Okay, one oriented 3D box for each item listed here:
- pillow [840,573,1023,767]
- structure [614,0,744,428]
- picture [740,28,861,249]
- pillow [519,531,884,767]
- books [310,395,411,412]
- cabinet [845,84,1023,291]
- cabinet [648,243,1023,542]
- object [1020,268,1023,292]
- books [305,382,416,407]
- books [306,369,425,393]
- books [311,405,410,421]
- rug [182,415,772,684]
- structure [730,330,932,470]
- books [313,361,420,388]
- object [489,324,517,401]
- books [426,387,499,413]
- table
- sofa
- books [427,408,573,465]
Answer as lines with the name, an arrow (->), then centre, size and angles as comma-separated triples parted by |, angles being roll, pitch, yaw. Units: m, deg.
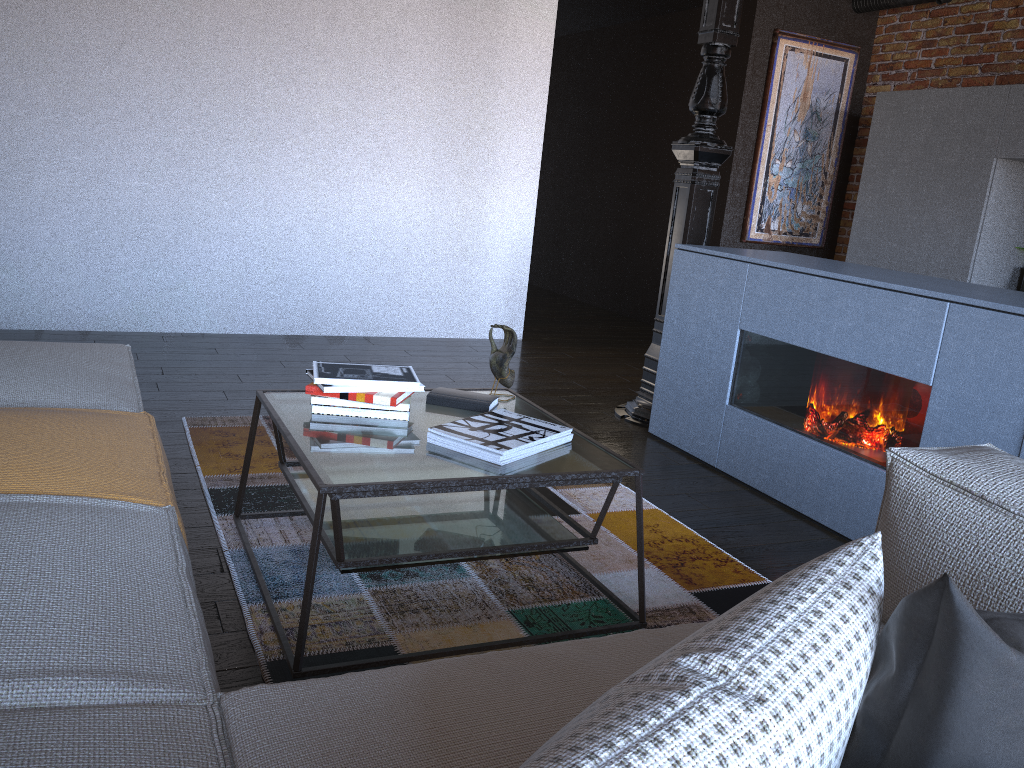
pillow -> 0.432, 0.322, 0.826 | 0.538, 0.418, 0.238 | -3, 16, -35
structure -> -2.030, -0.658, 1.188 | 8.510, 2.397, 0.481 | -7, 18, -44
picture -> 2.097, -1.747, 6.463 | 0.780, 1.472, 0.067 | 0, 15, -25
pillow -> 0.115, 0.330, 0.707 | 0.543, 0.402, 0.250 | -6, 18, -42
books -> -0.393, 0.027, 2.345 | 0.251, 0.023, 0.208 | 5, 13, -6
cabinet -> 3.416, -0.469, 4.168 | 0.713, 1.811, 4.168 | 0, 14, -25
cabinet -> 1.531, 0.181, 2.656 | 0.607, 0.845, 2.956 | 0, 14, -25
object -> 3.041, -0.600, 5.087 | 0.193, 0.178, 0.208 | 10, 14, 16
books -> -0.389, 0.012, 2.317 | 0.239, 0.023, 0.190 | 8, 13, 8
books -> -0.387, -0.011, 2.333 | 0.268, 0.014, 0.196 | -1, 14, -27
books -> -0.394, 0.049, 2.350 | 0.247, 0.024, 0.208 | 5, 13, -6
rug -> -0.156, 0.416, 2.716 | 1.432, 0.013, 2.361 | 0, 14, -25
structure -> 1.190, 0.072, 3.097 | 0.332, 0.395, 0.942 | 0, 14, -25
books -> -0.385, -0.025, 2.329 | 0.268, 0.014, 0.196 | 3, 13, -14
object -> -0.033, -0.068, 2.574 | 0.099, 0.223, 0.093 | 9, 14, 13
books -> -0.136, 0.042, 2.487 | 0.182, 0.029, 0.129 | 9, 13, 11
table -> -0.213, 0.295, 2.275 | 0.842, 0.389, 0.847 | 0, 14, -25
sofa -> -0.496, 0.279, 1.727 | 2.536, 0.698, 3.296 | 0, 14, -26
books -> -0.024, 0.125, 2.168 | 0.225, 0.038, 0.308 | 15, 15, 33
